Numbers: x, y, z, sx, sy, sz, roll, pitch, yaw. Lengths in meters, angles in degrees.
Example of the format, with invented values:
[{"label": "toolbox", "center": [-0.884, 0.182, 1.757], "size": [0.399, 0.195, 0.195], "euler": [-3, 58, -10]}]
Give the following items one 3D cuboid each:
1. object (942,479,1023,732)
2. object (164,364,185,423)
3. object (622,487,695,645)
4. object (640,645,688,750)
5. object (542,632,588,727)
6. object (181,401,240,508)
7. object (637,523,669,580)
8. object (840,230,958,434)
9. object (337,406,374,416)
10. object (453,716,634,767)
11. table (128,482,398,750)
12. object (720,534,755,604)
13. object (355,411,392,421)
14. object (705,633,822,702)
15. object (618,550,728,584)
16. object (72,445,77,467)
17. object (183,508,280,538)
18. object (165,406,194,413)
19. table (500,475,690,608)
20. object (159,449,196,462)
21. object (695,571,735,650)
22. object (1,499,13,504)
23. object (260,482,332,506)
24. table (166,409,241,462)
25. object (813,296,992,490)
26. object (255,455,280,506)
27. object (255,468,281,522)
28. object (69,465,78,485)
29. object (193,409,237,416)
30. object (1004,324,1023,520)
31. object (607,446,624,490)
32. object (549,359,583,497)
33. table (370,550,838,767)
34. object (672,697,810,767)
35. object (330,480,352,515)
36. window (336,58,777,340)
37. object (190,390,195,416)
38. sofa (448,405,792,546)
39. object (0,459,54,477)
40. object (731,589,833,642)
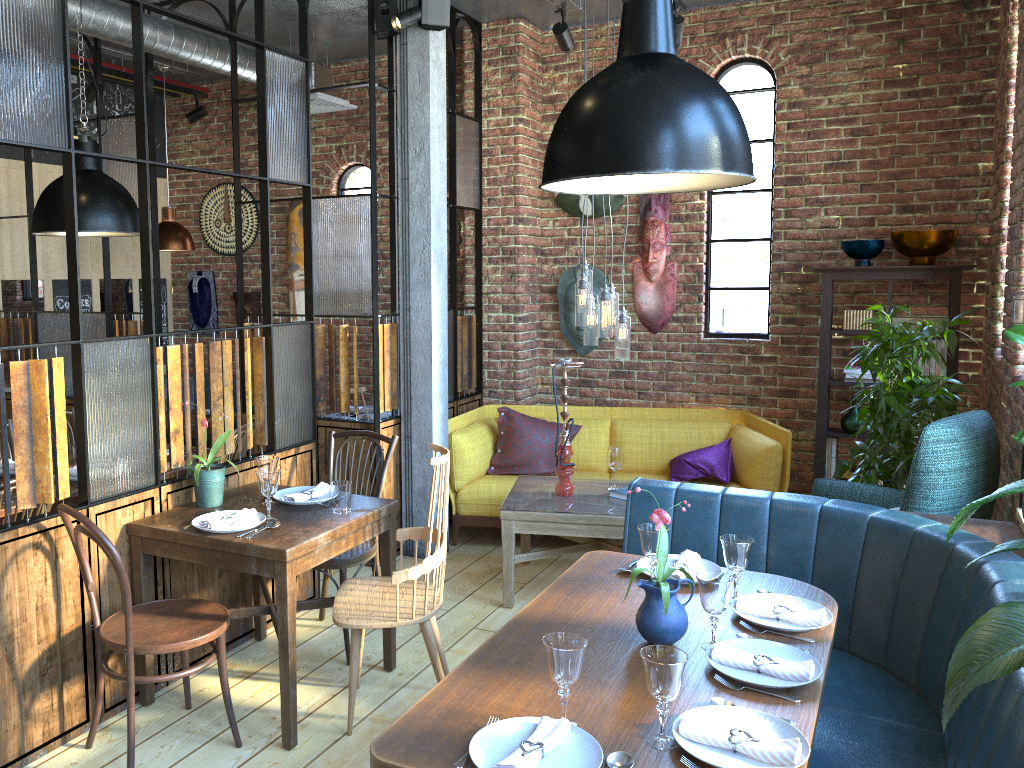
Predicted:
[{"label": "object", "center": [1.059, 0.252, 1.438], "size": [0.631, 0.749, 0.707], "euler": [2, 7, 24]}, {"label": "object", "center": [-2.424, 0.072, 6.343], "size": [0.148, 0.425, 0.201], "euler": [0, 6, 3]}, {"label": "object", "center": [0.404, 0.475, 2.341], "size": [0.143, 0.430, 0.208], "euler": [5, 8, 44]}, {"label": "object", "center": [0.316, 0.657, 1.841], "size": [0.094, 0.191, 0.103], "euler": [-4, 7, -35]}, {"label": "object", "center": [0.114, 0.650, 1.915], "size": [0.094, 0.191, 0.103], "euler": [-4, 7, -35]}, {"label": "object", "center": [-1.217, 0.278, 3.564], "size": [0.200, 0.425, 0.145], "euler": [-4, 7, -30]}, {"label": "object", "center": [0.440, 0.542, 2.759], "size": [0.094, 0.191, 0.103], "euler": [-4, 7, -35]}, {"label": "object", "center": [2.159, 0.018, 5.049], "size": [0.630, 1.756, 0.317], "euler": [2, 6, 21]}, {"label": "object", "center": [-1.040, 0.170, 5.951], "size": [0.281, 0.051, 0.312], "euler": [3, 8, 29]}, {"label": "object", "center": [0.063, 0.739, 1.773], "size": [0.338, 0.051, 0.259], "euler": [3, 8, 29]}, {"label": "table", "center": [-0.960, 0.861, 3.513], "size": [0.780, 0.725, 0.724], "euler": [3, 7, 26]}, {"label": "object", "center": [0.670, 0.556, 2.631], "size": [0.094, 0.191, 0.103], "euler": [-4, 7, -35]}, {"label": "object", "center": [-0.848, 0.206, 5.644], "size": [0.338, 0.051, 0.259], "euler": [3, 8, 29]}, {"label": "object", "center": [0.627, 0.681, 2.195], "size": [0.281, 0.051, 0.312], "euler": [3, 8, 29]}, {"label": "object", "center": [0.529, 0.597, 2.889], "size": [0.338, 0.051, 0.259], "euler": [3, 8, 29]}, {"label": "object", "center": [-2.073, 0.356, 4.248], "size": [0.086, 0.119, 0.083], "euler": [1, 6, 8]}, {"label": "object", "center": [-1.033, 0.502, 3.257], "size": [0.338, 0.051, 0.259], "euler": [3, 8, 29]}, {"label": "object", "center": [-2.657, 0.191, 6.936], "size": [0.315, 0.051, 0.278], "euler": [-3, 7, -20]}, {"label": "table", "center": [0.454, 0.824, 4.577], "size": [0.954, 0.507, 0.738], "euler": [1, 7, 11]}, {"label": "object", "center": [-1.783, 0.355, 4.519], "size": [0.281, 0.051, 0.312], "euler": [3, 8, 29]}, {"label": "object", "center": [0.529, 0.597, 2.307], "size": [0.094, 0.191, 0.103], "euler": [-4, 7, -35]}, {"label": "object", "center": [-2.212, 0.476, 3.576], "size": [0.281, 0.051, 0.312], "euler": [3, 8, 29]}, {"label": "object", "center": [-0.870, 0.452, 3.653], "size": [0.338, 0.051, 0.259], "euler": [3, 8, 29]}, {"label": "table", "center": [-2.540, 0.547, 6.702], "size": [0.773, 0.601, 0.717], "euler": [3, 7, 26]}, {"label": "object", "center": [1.883, 0.332, 4.300], "size": [0.733, 1.524, 0.853], "euler": [0, 6, 4]}, {"label": "object", "center": [-0.989, 0.392, 3.572], "size": [0.099, 0.191, 0.098], "euler": [0, 6, 1]}, {"label": "object", "center": [-0.920, 0.421, 3.331], "size": [0.096, 0.191, 0.101], "euler": [-2, 6, -17]}, {"label": "object", "center": [-1.955, 0.407, 4.113], "size": [0.281, 0.051, 0.312], "euler": [3, 8, 29]}, {"label": "object", "center": [-2.293, 0.205, 6.795], "size": [0.338, 0.051, 0.259], "euler": [3, 8, 29]}, {"label": "object", "center": [1.633, 0.165, 2.509], "size": [0.489, 0.661, 0.404], "euler": [-5, 8, -40]}, {"label": "object", "center": [0.545, 0.444, 4.653], "size": [0.088, 0.228, 0.094], "euler": [-3, 6, -26]}, {"label": "object", "center": [0.260, 0.229, 4.487], "size": [0.174, 0.702, 0.254], "euler": [1, 6, 16]}, {"label": "table", "center": [0.362, 1.025, 2.330], "size": [0.855, 0.659, 1.485], "euler": [3, 7, 25]}, {"label": "object", "center": [0.478, 0.727, 1.838], "size": [0.281, 0.051, 0.312], "euler": [3, 8, 29]}, {"label": "object", "center": [-0.664, 0.442, 3.429], "size": [0.086, 0.119, 0.082], "euler": [1, 6, 15]}, {"label": "window", "center": [1.088, -0.767, 3.133], "size": [3.392, 2.423, 8.672], "euler": [-2, 7, -10]}, {"label": "object", "center": [-2.412, 0.145, 6.715], "size": [0.099, 0.191, 0.097], "euler": [0, 6, 5]}, {"label": "sofa", "center": [0.609, 0.578, 5.511], "size": [2.033, 0.761, 0.777], "euler": [1, 6, 12]}, {"label": "object", "center": [-2.392, 0.397, 4.237], "size": [0.281, 0.051, 0.312], "euler": [3, 8, 29]}, {"label": "object", "center": [0.772, 0.640, 2.520], "size": [0.281, 0.051, 0.312], "euler": [3, 8, 29]}]
